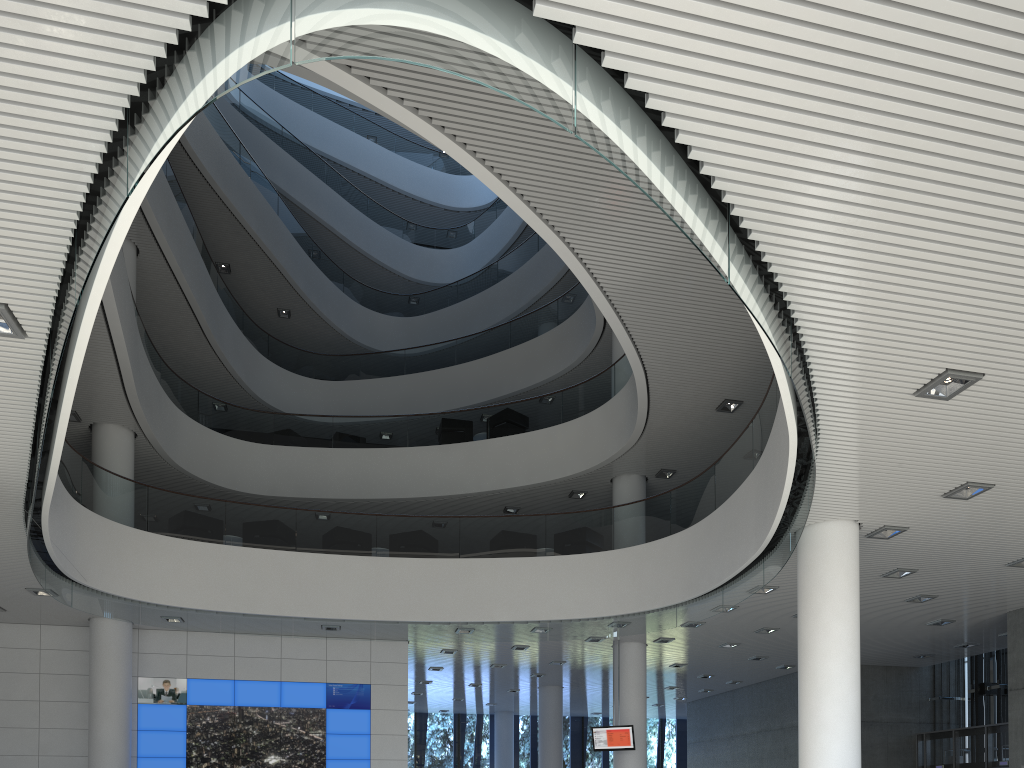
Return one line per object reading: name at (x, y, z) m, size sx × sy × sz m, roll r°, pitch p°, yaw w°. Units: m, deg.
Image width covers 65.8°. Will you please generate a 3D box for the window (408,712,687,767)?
window at (-0.970, 9.003, 18.446) m, size 18.233 × 2.847 × 0.079 m, roll 7°, pitch -3°, yaw -13°
